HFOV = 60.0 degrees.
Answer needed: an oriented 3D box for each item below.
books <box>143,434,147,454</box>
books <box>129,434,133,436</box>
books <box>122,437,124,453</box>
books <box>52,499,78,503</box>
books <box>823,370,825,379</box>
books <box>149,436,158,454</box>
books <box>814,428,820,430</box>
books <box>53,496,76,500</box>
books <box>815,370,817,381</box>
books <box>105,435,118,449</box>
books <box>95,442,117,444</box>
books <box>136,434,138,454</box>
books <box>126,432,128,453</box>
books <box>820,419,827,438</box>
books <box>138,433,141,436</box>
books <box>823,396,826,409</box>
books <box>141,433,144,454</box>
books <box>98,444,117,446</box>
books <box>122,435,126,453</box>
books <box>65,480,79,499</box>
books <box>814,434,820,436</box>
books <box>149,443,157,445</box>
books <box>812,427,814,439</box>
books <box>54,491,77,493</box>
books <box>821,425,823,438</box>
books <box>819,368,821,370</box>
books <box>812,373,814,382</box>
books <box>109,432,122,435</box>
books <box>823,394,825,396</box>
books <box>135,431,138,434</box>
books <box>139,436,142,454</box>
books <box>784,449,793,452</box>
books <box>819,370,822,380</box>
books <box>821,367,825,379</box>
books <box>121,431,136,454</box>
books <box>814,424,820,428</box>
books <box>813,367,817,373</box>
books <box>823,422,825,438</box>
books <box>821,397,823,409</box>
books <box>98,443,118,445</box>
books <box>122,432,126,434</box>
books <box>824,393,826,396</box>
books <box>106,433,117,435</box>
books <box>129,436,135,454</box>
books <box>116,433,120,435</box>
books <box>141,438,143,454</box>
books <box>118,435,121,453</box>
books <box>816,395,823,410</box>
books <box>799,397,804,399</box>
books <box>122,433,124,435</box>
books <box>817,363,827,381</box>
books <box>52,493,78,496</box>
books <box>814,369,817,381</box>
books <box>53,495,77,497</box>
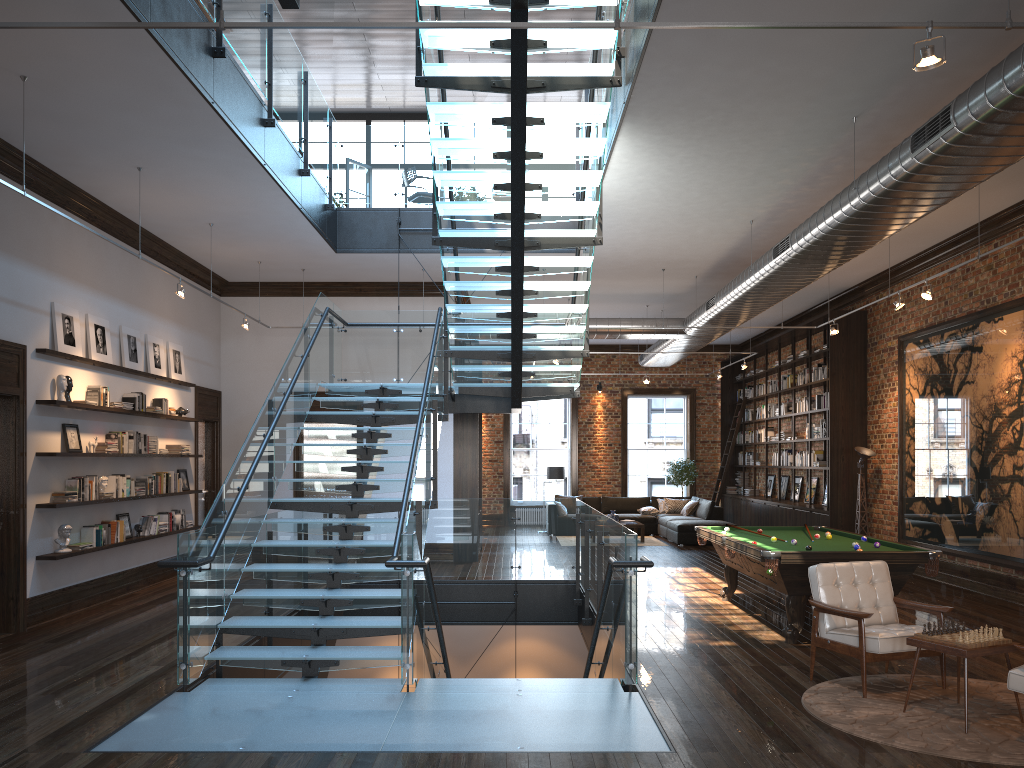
[{"bbox_3d":[-4.525,0.731,10.787,0.169,0.237,0.021,0,0,0],"label":"books"},{"bbox_3d":[-4.534,0.701,10.429,0.150,0.236,0.026,0,0,0],"label":"books"},{"bbox_3d":[-4.517,0.698,10.143,0.160,0.191,0.006,0,0,0],"label":"books"},{"bbox_3d":[-4.535,1.185,9.000,0.143,0.028,0.235,0,-5,0],"label":"books"},{"bbox_3d":[5.540,-0.174,15.507,0.169,0.232,0.146,0,-1,0],"label":"books"},{"bbox_3d":[-4.527,0.769,11.156,0.142,0.224,0.012,0,0,0],"label":"books"},{"bbox_3d":[5.564,0.808,15.941,0.161,0.012,0.313,0,-5,2],"label":"books"},{"bbox_3d":[-4.538,1.157,9.005,0.154,0.028,0.191,0,-5,-5],"label":"books"},{"bbox_3d":[5.549,-0.139,15.972,0.168,0.231,0.028,0,0,0],"label":"books"},{"bbox_3d":[-4.544,0.681,10.068,0.142,0.213,0.005,0,0,0],"label":"books"},{"bbox_3d":[-4.533,0.662,9.910,0.141,0.011,0.289,0,-5,-4],"label":"books"},{"bbox_3d":[-4.526,0.709,10.522,0.163,0.235,0.025,0,0,0],"label":"books"},{"bbox_3d":[-4.530,0.678,10.253,0.167,0.251,0.022,0,0,0],"label":"books"},{"bbox_3d":[5.542,0.791,15.674,0.180,0.339,0.013,0,0,0],"label":"books"},{"bbox_3d":[-4.541,0.716,10.702,0.115,0.252,0.022,0,0,0],"label":"books"},{"bbox_3d":[5.537,0.322,15.492,0.189,0.240,0.016,0,0,0],"label":"books"},{"bbox_3d":[-4.538,0.718,10.752,0.143,0.257,0.049,0,0,0],"label":"books"},{"bbox_3d":[-4.536,0.683,9.910,0.142,0.011,0.257,0,-5,-4],"label":"books"},{"bbox_3d":[-4.516,0.690,10.190,0.166,0.215,0.013,0,0,0],"label":"books"},{"bbox_3d":[-4.546,1.101,9.156,0.125,0.226,0.048,0,0,0],"label":"books"},{"bbox_3d":[5.564,0.917,15.945,0.161,0.012,0.313,0,-5,2],"label":"books"},{"bbox_3d":[-4.538,0.744,11.000,0.141,0.011,0.288,0,-5,3],"label":"books"},{"bbox_3d":[5.541,0.893,16.179,0.184,0.221,0.033,0,0,0],"label":"books"},{"bbox_3d":[-4.536,1.098,9.004,0.135,0.014,0.216,0,-5,0],"label":"books"},{"bbox_3d":[5.550,0.840,15.650,0.179,0.236,0.036,0,0,0],"label":"books"},{"bbox_3d":[5.545,-0.160,15.758,0.172,0.236,0.025,0,0,0],"label":"books"},{"bbox_3d":[5.535,-0.107,16.057,0.190,0.182,0.025,0,0,0],"label":"books"},{"bbox_3d":[-4.536,0.672,10.148,0.138,0.243,0.005,0,0,0],"label":"books"},{"bbox_3d":[5.566,0.311,15.633,0.159,0.285,0.014,0,0,0],"label":"books"},{"bbox_3d":[-4.535,0.698,10.569,0.158,0.265,0.011,0,0,0],"label":"books"},{"bbox_3d":[-4.530,0.734,10.657,0.136,0.209,0.066,0,0,0],"label":"books"},{"bbox_3d":[5.559,1.477,17.817,0.183,0.336,0.015,0,0,0],"label":"books"},{"bbox_3d":[5.540,-0.147,15.707,0.190,0.202,0.027,0,0,0],"label":"books"},{"bbox_3d":[5.551,-0.177,15.631,0.165,0.257,0.100,0,-1,0],"label":"books"},{"bbox_3d":[-4.533,0.692,10.482,0.158,0.262,0.026,0,0,0],"label":"books"},{"bbox_3d":[5.571,0.867,16.146,0.137,0.267,0.034,0,0,0],"label":"books"},{"bbox_3d":[5.554,-0.159,16.103,0.150,0.294,0.032,0,0,0],"label":"books"},{"bbox_3d":[5.554,0.811,15.579,0.167,0.282,0.072,0,0,0],"label":"books"},{"bbox_3d":[5.534,0.336,15.593,0.187,0.230,0.035,0,0,0],"label":"books"},{"bbox_3d":[-4.540,0.672,9.910,0.141,0.011,0.287,0,-5,2],"label":"books"},{"bbox_3d":[-4.533,0.677,10.237,0.146,0.248,0.006,0,0,0],"label":"books"},{"bbox_3d":[5.561,0.304,15.528,0.162,0.283,0.056,0,0,0],"label":"books"},{"bbox_3d":[-4.550,0.675,10.076,0.114,0.225,0.012,0,0,0],"label":"books"},{"bbox_3d":[-4.512,0.709,10.363,0.184,0.209,0.064,0,0,0],"label":"books"},{"bbox_3d":[-4.546,0.675,10.135,0.132,0.235,0.009,0,0,0],"label":"books"},{"bbox_3d":[-4.535,0.749,10.725,0.130,0.191,0.024,0,0,0],"label":"books"},{"bbox_3d":[-4.526,0.683,10.089,0.153,0.212,0.005,0,0,0],"label":"books"},{"bbox_3d":[5.506,0.324,15.668,0.245,0.265,0.038,0,0,0],"label":"books"},{"bbox_3d":[5.550,0.409,16.905,0.152,0.307,0.016,0,0,0],"label":"books"},{"bbox_3d":[-4.537,0.683,10.226,0.125,0.234,0.004,0,0,0],"label":"books"},{"bbox_3d":[5.541,-0.201,15.828,0.180,0.332,0.016,0,0,0],"label":"books"},{"bbox_3d":[-4.533,1.117,8.985,0.143,0.028,0.219,0,-5,5],"label":"books"},{"bbox_3d":[5.541,-0.142,16.001,0.184,0.242,0.030,0,0,0],"label":"books"},{"bbox_3d":[-4.533,1.138,8.999,0.159,0.011,0.184,0,-5,0],"label":"books"}]
